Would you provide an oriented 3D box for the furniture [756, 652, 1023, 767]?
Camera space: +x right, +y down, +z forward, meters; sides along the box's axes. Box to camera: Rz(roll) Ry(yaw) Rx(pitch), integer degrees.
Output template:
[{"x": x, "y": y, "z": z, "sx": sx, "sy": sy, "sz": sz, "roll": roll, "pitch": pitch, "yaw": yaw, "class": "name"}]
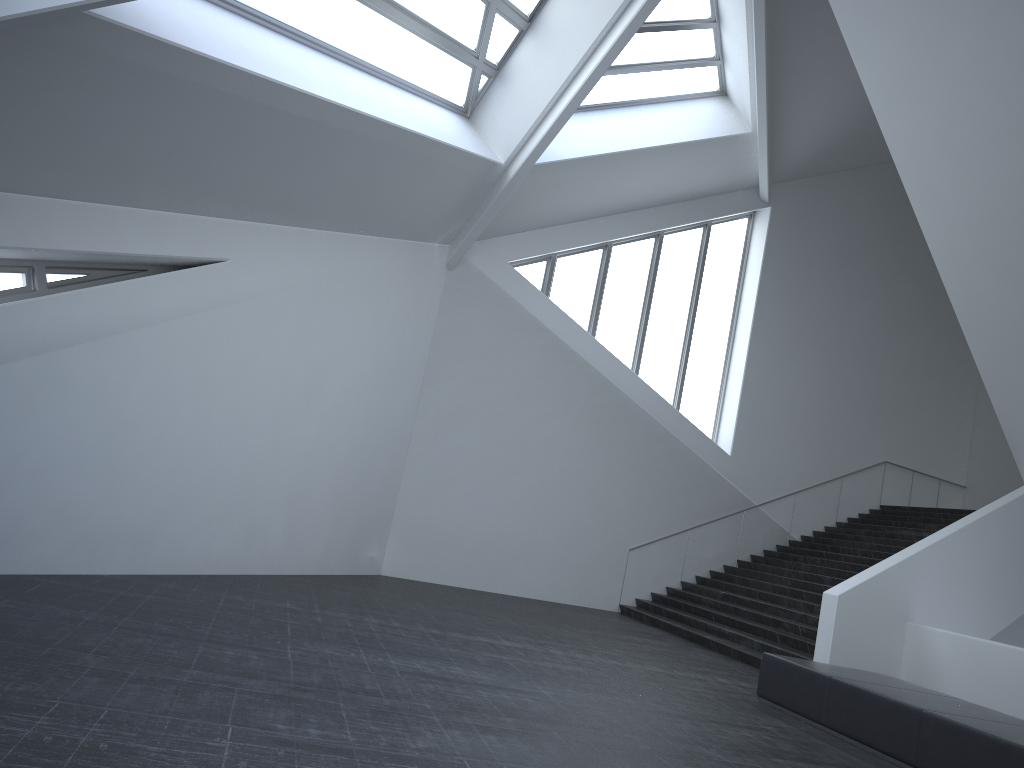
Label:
[{"x": 3.950, "y": 2.907, "z": 6.425, "sx": 1.488, "sy": 0.580, "sz": 5.742, "roll": 14, "pitch": -9, "yaw": -14, "class": "furniture"}]
